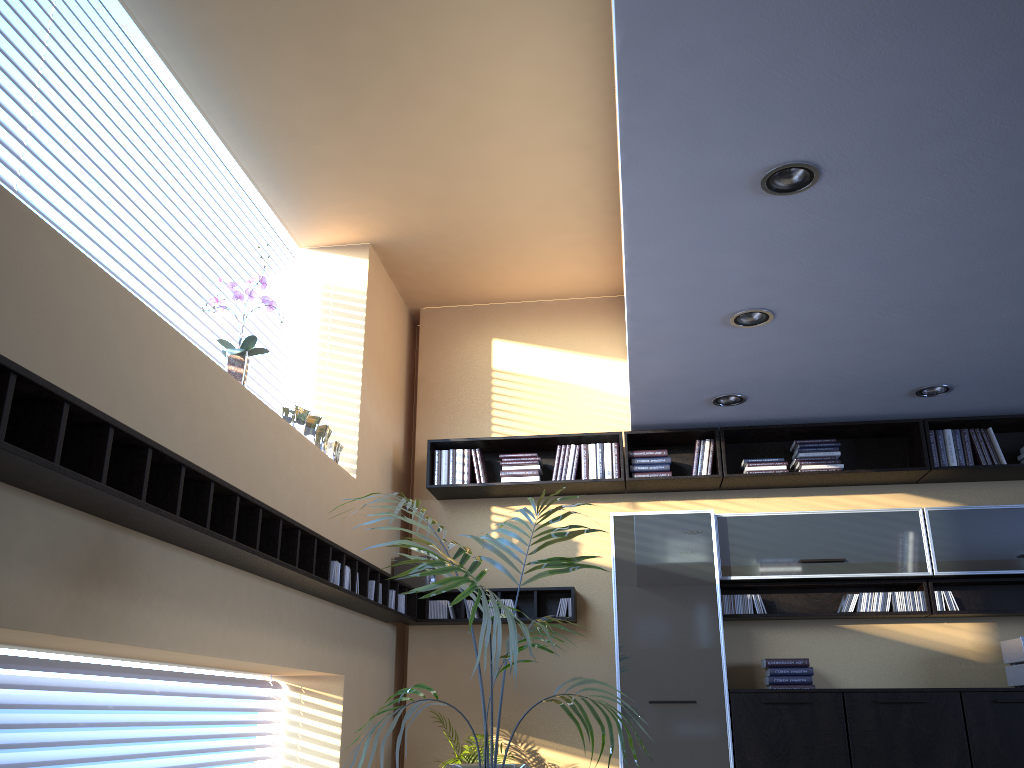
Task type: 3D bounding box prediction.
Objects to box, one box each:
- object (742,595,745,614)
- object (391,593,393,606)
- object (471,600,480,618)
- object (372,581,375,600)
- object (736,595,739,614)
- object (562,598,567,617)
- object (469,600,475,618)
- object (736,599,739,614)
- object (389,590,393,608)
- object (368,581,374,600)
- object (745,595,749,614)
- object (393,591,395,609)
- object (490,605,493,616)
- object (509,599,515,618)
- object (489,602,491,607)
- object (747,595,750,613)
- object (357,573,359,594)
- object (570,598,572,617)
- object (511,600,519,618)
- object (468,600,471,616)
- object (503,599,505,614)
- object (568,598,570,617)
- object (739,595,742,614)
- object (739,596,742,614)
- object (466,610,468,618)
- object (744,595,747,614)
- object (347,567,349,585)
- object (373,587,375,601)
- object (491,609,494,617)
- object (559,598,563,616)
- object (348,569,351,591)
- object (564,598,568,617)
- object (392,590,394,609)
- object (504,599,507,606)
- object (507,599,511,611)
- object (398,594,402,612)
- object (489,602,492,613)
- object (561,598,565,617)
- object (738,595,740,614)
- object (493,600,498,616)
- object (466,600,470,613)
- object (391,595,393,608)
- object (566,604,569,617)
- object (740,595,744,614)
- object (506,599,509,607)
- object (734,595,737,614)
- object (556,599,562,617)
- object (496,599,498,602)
[{"bbox_3d":[1.479,1.421,5.684,0.009,0.119,0.143,-3,-20,7],"label":"object"},{"bbox_3d":[-0.798,1.311,5.381,0.142,0.119,0.030,-3,-20,7],"label":"object"},{"bbox_3d":[-0.243,1.510,5.909,0.040,0.117,0.143,-3,-20,7],"label":"object"},{"bbox_3d":[-0.851,1.174,5.016,0.142,0.119,0.030,-3,-20,7],"label":"object"},{"bbox_3d":[1.439,1.422,5.687,0.006,0.117,0.141,-3,-20,8],"label":"object"},{"bbox_3d":[0.351,1.479,5.832,0.030,0.119,0.143,-3,-20,7],"label":"object"},{"bbox_3d":[-0.258,1.510,5.912,0.030,0.119,0.143,-3,-20,7],"label":"object"},{"bbox_3d":[1.438,1.423,5.689,0.009,0.119,0.143,-3,-20,8],"label":"object"},{"bbox_3d":[-0.798,1.307,5.366,0.142,0.117,0.040,-3,-20,7],"label":"object"},{"bbox_3d":[-0.851,1.166,4.991,0.142,0.117,0.040,-3,-20,7],"label":"object"},{"bbox_3d":[1.498,1.419,5.679,0.009,0.119,0.143,-3,-20,8],"label":"object"},{"bbox_3d":[-0.787,1.322,5.409,0.142,0.119,0.030,-3,-20,7],"label":"object"},{"bbox_3d":[-0.122,1.503,5.894,0.030,0.119,0.143,-3,-20,7],"label":"object"},{"bbox_3d":[0.004,1.496,5.877,0.030,0.119,0.143,-3,-20,7],"label":"object"},{"bbox_3d":[-0.147,1.505,5.897,0.040,0.117,0.143,-3,-20,7],"label":"object"},{"bbox_3d":[1.508,1.419,5.680,0.009,0.119,0.143,-3,-20,7],"label":"object"},{"bbox_3d":[-0.890,1.069,4.733,0.142,0.117,0.040,-3,-20,7],"label":"object"},{"bbox_3d":[0.392,1.476,5.827,0.009,0.119,0.143,-3,-20,7],"label":"object"},{"bbox_3d":[0.019,1.496,5.875,0.040,0.117,0.143,-3,-20,7],"label":"object"},{"bbox_3d":[-0.268,1.510,5.913,0.030,0.119,0.143,-3,-20,7],"label":"object"},{"bbox_3d":[-0.047,1.499,5.884,0.009,0.119,0.143,-3,-20,7],"label":"object"},{"bbox_3d":[0.382,1.477,5.828,0.009,0.119,0.143,-3,-20,7],"label":"object"},{"bbox_3d":[1.458,1.421,5.683,0.006,0.117,0.141,-3,-20,7],"label":"object"},{"bbox_3d":[1.458,1.421,5.685,0.009,0.119,0.143,-3,-20,7],"label":"object"},{"bbox_3d":[-0.289,1.511,5.916,0.030,0.119,0.143,-3,-20,7],"label":"object"},{"bbox_3d":[1.488,1.420,5.681,0.009,0.119,0.143,-3,-20,7],"label":"object"},{"bbox_3d":[-0.915,1.003,4.561,0.142,0.119,0.009,-3,-20,7],"label":"object"},{"bbox_3d":[-0.852,1.182,5.035,0.142,0.119,0.030,-3,-20,7],"label":"object"},{"bbox_3d":[-0.112,1.502,5.893,0.030,0.119,0.143,-3,-20,7],"label":"object"},{"bbox_3d":[0.330,1.480,5.835,0.030,0.119,0.143,-3,-20,7],"label":"object"},{"bbox_3d":[-0.909,1.024,4.612,0.142,0.117,0.040,-3,-20,8],"label":"object"},{"bbox_3d":[0.361,1.478,5.831,0.030,0.119,0.143,-3,-20,7],"label":"object"},{"bbox_3d":[-0.790,1.314,5.389,0.140,0.116,0.027,-3,-20,7],"label":"object"},{"bbox_3d":[-0.026,1.498,5.881,0.030,0.119,0.143,-3,-20,7],"label":"object"},{"bbox_3d":[-0.006,1.497,5.879,0.030,0.119,0.143,-3,-20,7],"label":"object"},{"bbox_3d":[-0.767,1.374,5.546,0.142,0.117,0.040,-3,-20,7],"label":"object"},{"bbox_3d":[-0.132,1.503,5.895,0.030,0.119,0.143,-3,-20,7],"label":"object"},{"bbox_3d":[0.340,1.479,5.834,0.030,0.119,0.143,-3,-20,7],"label":"object"},{"bbox_3d":[1.448,1.421,5.684,0.006,0.117,0.141,-3,-20,8],"label":"object"},{"bbox_3d":[-0.102,1.502,5.891,0.030,0.119,0.143,-3,-20,7],"label":"object"},{"bbox_3d":[-0.278,1.511,5.914,0.030,0.119,0.143,-3,-20,7],"label":"object"},{"bbox_3d":[-0.794,1.315,5.390,0.142,0.119,0.030,-3,-20,7],"label":"object"},{"bbox_3d":[0.362,1.478,5.831,0.030,0.123,0.143,-3,-20,7],"label":"object"},{"bbox_3d":[1.469,1.422,5.687,0.009,0.119,0.143,-3,-20,7],"label":"object"},{"bbox_3d":[-0.016,1.497,5.880,0.030,0.119,0.143,-3,-20,7],"label":"object"},{"bbox_3d":[1.428,1.423,5.688,0.009,0.119,0.143,-3,-20,7],"label":"object"},{"bbox_3d":[0.315,1.481,5.836,0.040,0.117,0.143,-3,-20,7],"label":"object"},{"bbox_3d":[-0.101,1.502,5.891,0.030,0.123,0.143,-3,-20,7],"label":"object"}]
